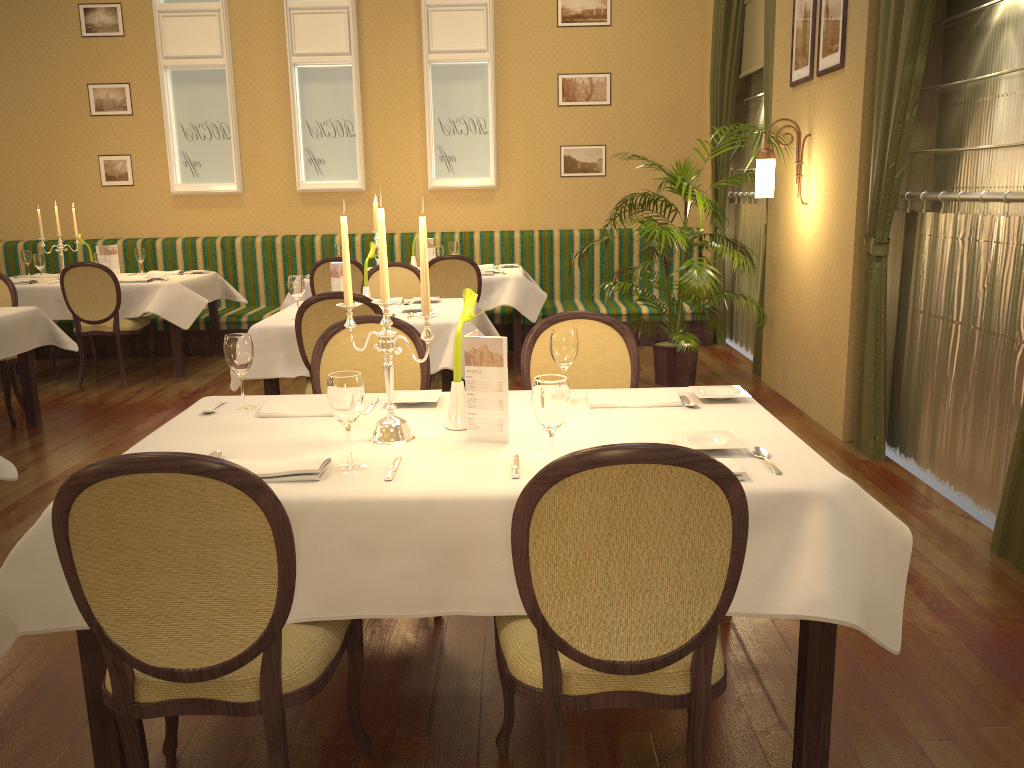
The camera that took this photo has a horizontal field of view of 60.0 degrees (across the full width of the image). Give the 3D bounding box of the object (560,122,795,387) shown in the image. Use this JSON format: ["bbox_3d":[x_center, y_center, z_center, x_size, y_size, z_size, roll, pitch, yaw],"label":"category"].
[{"bbox_3d":[1.195,-0.864,6.225,1.552,1.807,1.496,-5,13,-19],"label":"object"}]

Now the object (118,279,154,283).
[{"bbox_3d":[-2.982,-0.811,6.984,0.273,0.024,0.142,-1,12,0],"label":"object"}]

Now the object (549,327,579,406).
[{"bbox_3d":[0.158,-0.054,2.680,0.088,0.229,0.088,-12,16,-41],"label":"object"}]

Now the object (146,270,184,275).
[{"bbox_3d":[-2.994,-0.960,7.656,0.273,0.033,0.142,-1,12,0],"label":"object"}]

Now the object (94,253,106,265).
[{"bbox_3d":[-3.267,-0.926,7.045,0.088,0.229,0.088,-12,16,-41],"label":"object"}]

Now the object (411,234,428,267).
[{"bbox_3d":[-0.781,-1.125,7.387,0.163,0.375,0.076,-4,12,-13],"label":"object"}]

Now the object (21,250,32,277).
[{"bbox_3d":[-4.182,-1.039,7.657,0.088,0.229,0.088,-12,16,-41],"label":"object"}]

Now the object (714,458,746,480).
[{"bbox_3d":[0.377,0.192,2.017,0.273,0.024,0.142,-1,12,0],"label":"object"}]

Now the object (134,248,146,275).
[{"bbox_3d":[-3.201,-1.057,7.648,0.088,0.229,0.088,10,16,41],"label":"object"}]

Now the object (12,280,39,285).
[{"bbox_3d":[-3.931,-0.808,7.039,0.273,0.033,0.142,-1,12,0],"label":"object"}]

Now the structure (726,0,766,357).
[{"bbox_3d":[1.963,-2.434,6.970,0.123,4.511,1.942,-1,12,0],"label":"structure"}]

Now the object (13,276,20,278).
[{"bbox_3d":[-4.268,-0.934,7.686,0.038,0.015,0.181,-1,12,2],"label":"object"}]

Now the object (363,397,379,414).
[{"bbox_3d":[-0.428,0.066,2.698,0.017,0.010,0.185,-1,12,2],"label":"object"}]

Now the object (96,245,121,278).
[{"bbox_3d":[-3.304,-0.999,7.283,0.166,0.277,0.081,-11,15,-37],"label":"object"}]

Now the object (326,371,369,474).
[{"bbox_3d":[-0.384,0.088,2.071,0.088,0.229,0.088,-12,16,-41],"label":"object"}]

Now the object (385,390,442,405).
[{"bbox_3d":[-0.303,0.048,2.741,0.160,0.024,0.160,-1,12,0],"label":"object"}]

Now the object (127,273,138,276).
[{"bbox_3d":[-3.283,-0.947,7.663,0.017,0.010,0.185,-1,12,2],"label":"object"}]

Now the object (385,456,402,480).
[{"bbox_3d":[-0.279,0.195,2.086,0.017,0.010,0.185,-1,12,0],"label":"object"}]

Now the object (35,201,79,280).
[{"bbox_3d":[-3.733,-1.191,7.326,0.131,0.655,0.390,2,13,14],"label":"object"}]

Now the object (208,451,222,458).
[{"bbox_3d":[-0.736,0.193,2.126,0.038,0.015,0.181,-1,12,2],"label":"object"}]

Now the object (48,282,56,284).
[{"bbox_3d":[-3.638,-0.808,7.054,0.017,0.010,0.185,-1,12,0],"label":"object"}]

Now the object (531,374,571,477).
[{"bbox_3d":[0.088,0.098,1.983,0.088,0.229,0.088,-12,16,-41],"label":"object"}]

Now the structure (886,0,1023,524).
[{"bbox_3d":[1.953,-1.695,3.547,0.134,4.511,1.900,-1,12,0],"label":"structure"}]

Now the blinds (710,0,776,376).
[{"bbox_3d":[1.849,-2.444,6.967,0.225,4.537,1.934,-1,12,-1],"label":"blinds"}]

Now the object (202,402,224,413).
[{"bbox_3d":[-0.909,0.069,2.718,0.038,0.015,0.181,-1,12,2],"label":"object"}]

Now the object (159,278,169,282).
[{"bbox_3d":[-2.764,-0.824,7.036,0.038,0.015,0.181,-1,12,2],"label":"object"}]

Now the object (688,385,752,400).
[{"bbox_3d":[0.634,0.034,2.718,0.160,0.024,0.160,-1,12,0],"label":"object"}]

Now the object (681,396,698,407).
[{"bbox_3d":[0.532,0.049,2.674,0.038,0.015,0.181,-1,12,2],"label":"object"}]

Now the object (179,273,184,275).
[{"bbox_3d":[-2.827,-0.954,7.642,0.038,0.015,0.181,-1,12,2],"label":"object"}]

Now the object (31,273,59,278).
[{"bbox_3d":[-3.964,-0.934,7.626,0.273,0.033,0.142,-1,12,0],"label":"object"}]

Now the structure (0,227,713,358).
[{"bbox_3d":[-5.446,-0.799,8.372,14.516,1.031,0.850,-1,12,0],"label":"structure"}]

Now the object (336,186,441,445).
[{"bbox_3d":[-0.323,-0.172,2.279,0.131,0.655,0.390,-9,15,-33],"label":"object"}]

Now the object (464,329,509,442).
[{"bbox_3d":[-0.084,0.007,2.315,0.081,0.277,0.166,-8,14,-28],"label":"object"}]

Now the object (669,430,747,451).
[{"bbox_3d":[0.483,0.148,2.200,0.160,0.024,0.160,-1,12,0],"label":"object"}]

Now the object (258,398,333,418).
[{"bbox_3d":[-0.605,0.069,2.658,0.273,0.033,0.142,-1,12,0],"label":"object"}]

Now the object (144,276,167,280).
[{"bbox_3d":[-2.877,-0.854,7.168,0.160,0.024,0.160,-1,12,0],"label":"object"}]

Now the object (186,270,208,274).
[{"bbox_3d":[-2.725,-0.969,7.685,0.160,0.024,0.160,-1,12,0],"label":"object"}]

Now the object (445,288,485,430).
[{"bbox_3d":[-0.133,-0.072,2.445,0.076,0.375,0.163,4,13,22],"label":"object"}]

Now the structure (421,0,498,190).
[{"bbox_3d":[-0.502,-3.339,8.242,0.670,2.985,0.200,-1,12,0],"label":"structure"}]

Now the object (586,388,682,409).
[{"bbox_3d":[0.365,0.043,2.689,0.273,0.033,0.142,-1,12,0],"label":"object"}]

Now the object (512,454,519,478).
[{"bbox_3d":[0.008,0.189,2.085,0.017,0.010,0.185,-1,12,0],"label":"object"}]

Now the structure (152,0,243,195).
[{"bbox_3d":[-2.967,-3.291,8.256,0.687,2.985,0.200,-1,12,0],"label":"structure"}]

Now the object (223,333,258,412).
[{"bbox_3d":[-0.823,-0.036,2.690,0.088,0.229,0.088,-12,16,-41],"label":"object"}]

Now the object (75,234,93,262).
[{"bbox_3d":[-3.515,-1.058,7.337,0.076,0.375,0.163,4,13,22],"label":"object"}]

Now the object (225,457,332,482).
[{"bbox_3d":[-0.572,0.195,2.071,0.273,0.033,0.142,-1,12,0],"label":"object"}]

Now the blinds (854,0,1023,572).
[{"bbox_3d":[1.834,-1.704,3.538,0.129,4.537,1.878,-1,12,0],"label":"blinds"}]

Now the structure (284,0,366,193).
[{"bbox_3d":[-1.771,-3.314,8.249,0.661,2.985,0.200,-1,12,0],"label":"structure"}]

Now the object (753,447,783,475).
[{"bbox_3d":[0.595,0.179,2.069,0.038,0.015,0.181,-1,12,2],"label":"object"}]

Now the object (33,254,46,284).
[{"bbox_3d":[-3.743,-0.915,7.039,0.088,0.229,0.088,-12,16,-41],"label":"object"}]
